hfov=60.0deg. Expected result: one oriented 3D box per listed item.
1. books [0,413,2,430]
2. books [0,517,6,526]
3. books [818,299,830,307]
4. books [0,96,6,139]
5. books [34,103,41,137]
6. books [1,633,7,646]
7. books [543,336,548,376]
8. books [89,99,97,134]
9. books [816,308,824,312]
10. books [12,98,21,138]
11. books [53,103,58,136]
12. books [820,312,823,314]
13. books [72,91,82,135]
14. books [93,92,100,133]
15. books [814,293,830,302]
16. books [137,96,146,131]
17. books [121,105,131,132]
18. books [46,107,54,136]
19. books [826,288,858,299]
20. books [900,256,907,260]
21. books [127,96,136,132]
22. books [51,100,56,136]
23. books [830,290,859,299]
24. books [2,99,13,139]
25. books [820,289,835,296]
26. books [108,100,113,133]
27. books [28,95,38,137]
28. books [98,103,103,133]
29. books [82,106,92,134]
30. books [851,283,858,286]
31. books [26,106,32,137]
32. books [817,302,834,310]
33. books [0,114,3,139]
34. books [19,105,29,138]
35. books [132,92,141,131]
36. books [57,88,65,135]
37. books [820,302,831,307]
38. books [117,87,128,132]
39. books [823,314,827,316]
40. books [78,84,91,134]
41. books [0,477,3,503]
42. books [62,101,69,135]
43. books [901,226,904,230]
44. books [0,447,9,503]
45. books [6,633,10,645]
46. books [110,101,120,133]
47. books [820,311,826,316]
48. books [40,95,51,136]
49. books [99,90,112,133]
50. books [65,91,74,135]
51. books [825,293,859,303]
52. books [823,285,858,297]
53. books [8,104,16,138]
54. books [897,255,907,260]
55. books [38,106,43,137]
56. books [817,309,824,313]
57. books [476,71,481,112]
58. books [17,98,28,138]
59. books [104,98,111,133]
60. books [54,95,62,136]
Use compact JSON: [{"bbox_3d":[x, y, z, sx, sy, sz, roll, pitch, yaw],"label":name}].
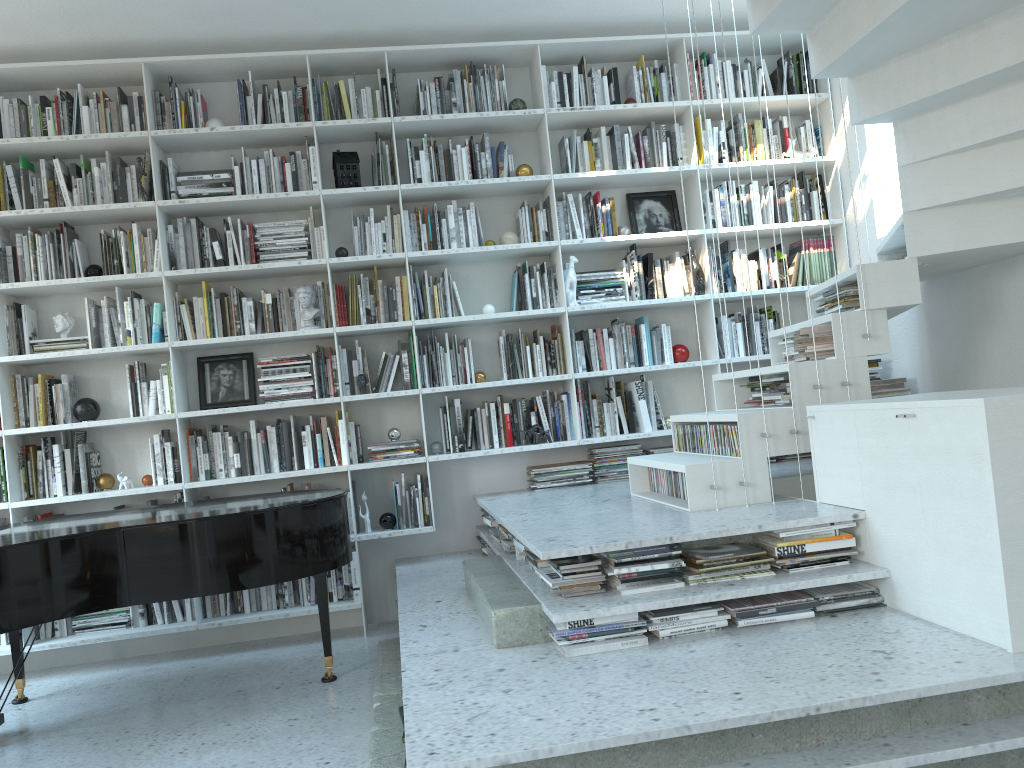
[{"bbox_3d":[-2.634,0.107,4.613,0.082,0.276,0.228,-6,-1,-8],"label":"books"},{"bbox_3d":[-2.671,0.848,4.631,0.025,0.288,0.130,-6,-1,-8],"label":"books"},{"bbox_3d":[1.563,-0.393,4.201,0.168,0.005,0.292,-6,-2,10],"label":"books"},{"bbox_3d":[-2.671,-1.366,4.713,0.021,0.279,0.141,-6,-1,-8],"label":"books"},{"bbox_3d":[-2.505,-1.360,4.740,0.025,0.234,0.129,-6,-1,-8],"label":"books"},{"bbox_3d":[-2.615,1.190,4.609,0.021,0.295,0.188,-6,-1,-8],"label":"books"},{"bbox_3d":[0.175,-0.150,5.072,0.016,0.231,0.138,-6,-1,-8],"label":"books"},{"bbox_3d":[-2.225,-1.389,4.762,0.026,0.235,0.134,-6,-1,-8],"label":"books"},{"bbox_3d":[1.563,-0.368,4.200,0.170,0.006,0.268,-6,-2,3],"label":"books"},{"bbox_3d":[-2.591,-1.361,4.704,0.023,0.251,0.170,-6,-1,-8],"label":"books"},{"bbox_3d":[-2.400,-1.362,4.725,0.011,0.216,0.160,-6,-1,-8],"label":"books"},{"bbox_3d":[1.574,-0.357,4.199,0.152,0.005,0.293,-6,-2,4],"label":"books"},{"bbox_3d":[-2.308,-1.400,4.737,0.052,0.273,0.172,-6,-1,-8],"label":"books"},{"bbox_3d":[-2.207,-1.408,4.766,0.014,0.269,0.156,-6,-1,-8],"label":"books"},{"bbox_3d":[1.555,-0.419,4.202,0.190,0.015,0.230,-6,-2,6],"label":"books"},{"bbox_3d":[-1.973,-1.410,4.781,0.026,0.225,0.172,-6,-1,-8],"label":"books"},{"bbox_3d":[-2.054,-1.381,4.772,0.031,0.184,0.177,-6,-1,-8],"label":"books"},{"bbox_3d":[-2.434,-1.351,4.731,0.030,0.201,0.152,-6,-1,-8],"label":"books"},{"bbox_3d":[1.512,-0.404,3.908,0.174,0.009,0.240,-6,-2,1],"label":"books"},{"bbox_3d":[1.924,-0.590,4.262,0.150,0.017,0.288,-6,-2,7],"label":"books"},{"bbox_3d":[-2.030,-1.409,4.786,0.026,0.237,0.149,-6,-1,-8],"label":"books"},{"bbox_3d":[-2.414,-1.370,4.731,0.013,0.234,0.154,-6,-1,-8],"label":"books"},{"bbox_3d":[1.523,-0.395,3.908,0.144,0.011,0.257,-6,-2,-1],"label":"books"},{"bbox_3d":[-2.641,-1.357,4.698,0.031,0.254,0.145,-6,-1,-8],"label":"books"},{"bbox_3d":[1.563,-0.435,4.201,0.165,0.014,0.235,-6,-2,9],"label":"books"},{"bbox_3d":[-2.124,-1.386,4.753,0.013,0.207,0.178,-6,-1,-8],"label":"books"},{"bbox_3d":[-2.520,-1.374,4.713,0.010,0.264,0.160,-6,-1,-8],"label":"books"},{"bbox_3d":[-2.184,-1.382,4.777,0.029,0.213,0.141,-6,-1,-8],"label":"books"},{"bbox_3d":[-2.250,-1.364,4.749,0.031,0.190,0.181,-6,-1,-8],"label":"books"},{"bbox_3d":[1.529,-0.426,3.908,0.134,0.007,0.298,-6,-2,1],"label":"books"},{"bbox_3d":[-2.529,-1.345,4.708,0.014,0.207,0.166,-6,-1,-8],"label":"books"},{"bbox_3d":[1.562,-0.376,4.201,0.171,0.011,0.232,-6,-2,3],"label":"books"},{"bbox_3d":[-2.687,-1.316,4.700,0.024,0.183,0.133,-6,-1,-8],"label":"books"},{"bbox_3d":[-2.549,-1.344,4.692,0.029,0.208,0.178,-6,-1,-8],"label":"books"},{"bbox_3d":[-2.005,-1.424,4.798,0.029,0.261,0.151,-6,-1,-8],"label":"books"},{"bbox_3d":[-2.381,-1.406,4.732,0.010,0.299,0.151,-6,-1,-8],"label":"books"},{"bbox_3d":[1.564,-0.386,4.200,0.162,0.008,0.289,-6,-2,11],"label":"books"},{"bbox_3d":[-2.081,-1.429,4.775,0.013,0.285,0.159,-6,-1,-8],"label":"books"},{"bbox_3d":[1.568,-0.332,4.200,0.176,0.009,0.275,-6,-2,5],"label":"books"},{"bbox_3d":[-2.279,-1.424,4.755,0.014,0.315,0.166,-6,-1,-8],"label":"books"},{"bbox_3d":[-2.648,0.525,4.640,0.041,0.181,0.141,-6,-1,-8],"label":"books"},{"bbox_3d":[-2.360,-1.376,4.746,0.029,0.235,0.130,-6,-1,-8],"label":"books"},{"bbox_3d":[1.730,-0.656,3.550,0.300,0.007,0.158,-6,-2,17],"label":"books"},{"bbox_3d":[-2.623,0.469,4.625,0.014,0.286,0.179,-6,-1,-8],"label":"books"},{"bbox_3d":[-2.599,1.184,4.608,0.012,0.303,0.165,-6,-1,-8],"label":"books"},{"bbox_3d":[-2.104,-1.384,4.753,0.026,0.200,0.187,-6,-1,-8],"label":"books"},{"bbox_3d":[1.567,-0.345,4.200,0.166,0.018,0.264,-6,-2,11],"label":"books"},{"bbox_3d":[-2.468,-1.381,4.737,0.028,0.268,0.151,-6,-1,-8],"label":"books"},{"bbox_3d":[-2.162,-1.411,4.754,0.014,0.266,0.192,-6,-1,-8],"label":"books"},{"bbox_3d":[-2.340,-1.398,4.735,0.013,0.276,0.164,-6,-1,-8],"label":"books"},{"bbox_3d":[1.510,-0.385,3.908,0.176,0.007,0.254,-6,-2,0],"label":"books"},{"bbox_3d":[1.502,-0.414,3.909,0.191,0.013,0.243,-6,-2,3],"label":"books"},{"bbox_3d":[-2.612,-1.343,4.697,0.023,0.220,0.181,-6,-1,-8],"label":"books"},{"bbox_3d":[1.928,-0.603,4.262,0.160,0.008,0.239,-6,-2,1],"label":"books"},{"bbox_3d":[-2.485,-1.353,4.734,0.012,0.216,0.150,-6,-1,-8],"label":"books"},{"bbox_3d":[1.565,-0.362,4.200,0.184,0.006,0.262,-6,-2,7],"label":"books"},{"bbox_3d":[-0.199,-1.619,5.046,0.006,0.289,0.155,-6,-1,-8],"label":"books"},{"bbox_3d":[-2.573,-1.362,4.702,0.012,0.250,0.174,-6,-1,-8],"label":"books"},{"bbox_3d":[-2.143,-1.394,4.763,0.021,0.228,0.161,-6,-1,-8],"label":"books"},{"bbox_3d":[-2.390,-1.381,4.728,0.013,0.251,0.183,-6,-1,-8],"label":"books"}]
